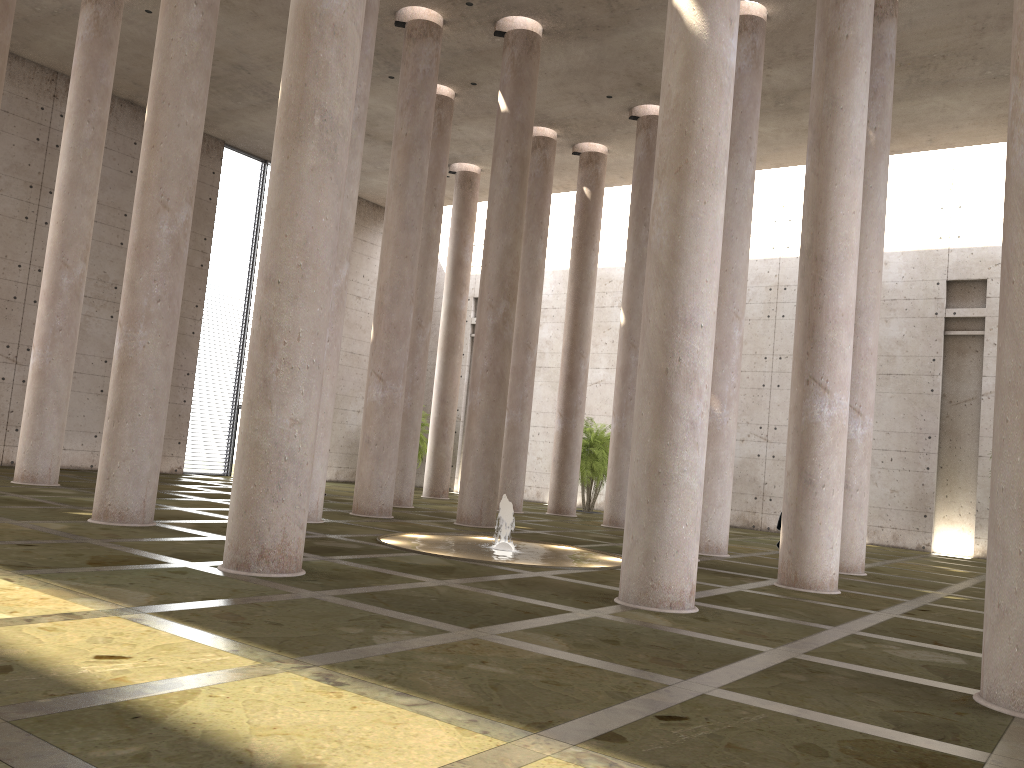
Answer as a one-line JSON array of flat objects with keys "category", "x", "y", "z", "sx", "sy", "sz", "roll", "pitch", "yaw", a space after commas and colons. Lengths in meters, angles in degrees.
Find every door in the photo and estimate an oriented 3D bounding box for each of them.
[{"category": "door", "x": -8.621, "y": 1.924, "z": 29.250, "sx": 0.761, "sy": 2.300, "sz": 2.132, "roll": 4, "pitch": -5, "yaw": 15}]

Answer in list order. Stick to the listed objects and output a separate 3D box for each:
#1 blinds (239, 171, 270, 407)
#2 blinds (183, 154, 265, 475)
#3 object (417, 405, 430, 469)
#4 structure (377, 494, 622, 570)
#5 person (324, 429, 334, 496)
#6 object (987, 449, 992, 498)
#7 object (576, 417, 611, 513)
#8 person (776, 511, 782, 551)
[{"category": "blinds", "x": -8.037, "y": -3.074, "z": 29.839, "sx": 0.202, "sy": 7.905, "sz": 1.676, "roll": 2, "pitch": -6, "yaw": 35}, {"category": "blinds", "x": -9.206, "y": -2.203, "z": 28.335, "sx": 0.202, "sy": 10.110, "sz": 1.676, "roll": 2, "pitch": -6, "yaw": 35}, {"category": "object", "x": -4.064, "y": 2.275, "z": 32.401, "sx": 2.483, "sy": 3.247, "sz": 2.333, "roll": 2, "pitch": -6, "yaw": 38}, {"category": "structure", "x": -0.101, "y": 2.336, "z": 13.706, "sx": 3.913, "sy": 1.279, "sz": 3.916, "roll": 5, "pitch": -5, "yaw": 8}, {"category": "person", "x": -5.116, "y": 2.030, "z": 23.319, "sx": 0.789, "sy": 1.752, "sz": 0.001, "roll": 4, "pitch": -5, "yaw": 15}, {"category": "object", "x": 12.506, "y": 2.847, "z": 20.646, "sx": 2.483, "sy": 3.247, "sz": 2.333, "roll": 7, "pitch": -5, "yaw": -16}, {"category": "object", "x": 2.481, "y": 2.578, "z": 27.702, "sx": 2.151, "sy": 3.126, "sz": 2.290, "roll": 4, "pitch": -5, "yaw": 19}, {"category": "person", "x": 5.899, "y": 2.599, "z": 18.311, "sx": 0.898, "sy": 1.851, "sz": 0.001, "roll": 2, "pitch": -6, "yaw": 35}]
